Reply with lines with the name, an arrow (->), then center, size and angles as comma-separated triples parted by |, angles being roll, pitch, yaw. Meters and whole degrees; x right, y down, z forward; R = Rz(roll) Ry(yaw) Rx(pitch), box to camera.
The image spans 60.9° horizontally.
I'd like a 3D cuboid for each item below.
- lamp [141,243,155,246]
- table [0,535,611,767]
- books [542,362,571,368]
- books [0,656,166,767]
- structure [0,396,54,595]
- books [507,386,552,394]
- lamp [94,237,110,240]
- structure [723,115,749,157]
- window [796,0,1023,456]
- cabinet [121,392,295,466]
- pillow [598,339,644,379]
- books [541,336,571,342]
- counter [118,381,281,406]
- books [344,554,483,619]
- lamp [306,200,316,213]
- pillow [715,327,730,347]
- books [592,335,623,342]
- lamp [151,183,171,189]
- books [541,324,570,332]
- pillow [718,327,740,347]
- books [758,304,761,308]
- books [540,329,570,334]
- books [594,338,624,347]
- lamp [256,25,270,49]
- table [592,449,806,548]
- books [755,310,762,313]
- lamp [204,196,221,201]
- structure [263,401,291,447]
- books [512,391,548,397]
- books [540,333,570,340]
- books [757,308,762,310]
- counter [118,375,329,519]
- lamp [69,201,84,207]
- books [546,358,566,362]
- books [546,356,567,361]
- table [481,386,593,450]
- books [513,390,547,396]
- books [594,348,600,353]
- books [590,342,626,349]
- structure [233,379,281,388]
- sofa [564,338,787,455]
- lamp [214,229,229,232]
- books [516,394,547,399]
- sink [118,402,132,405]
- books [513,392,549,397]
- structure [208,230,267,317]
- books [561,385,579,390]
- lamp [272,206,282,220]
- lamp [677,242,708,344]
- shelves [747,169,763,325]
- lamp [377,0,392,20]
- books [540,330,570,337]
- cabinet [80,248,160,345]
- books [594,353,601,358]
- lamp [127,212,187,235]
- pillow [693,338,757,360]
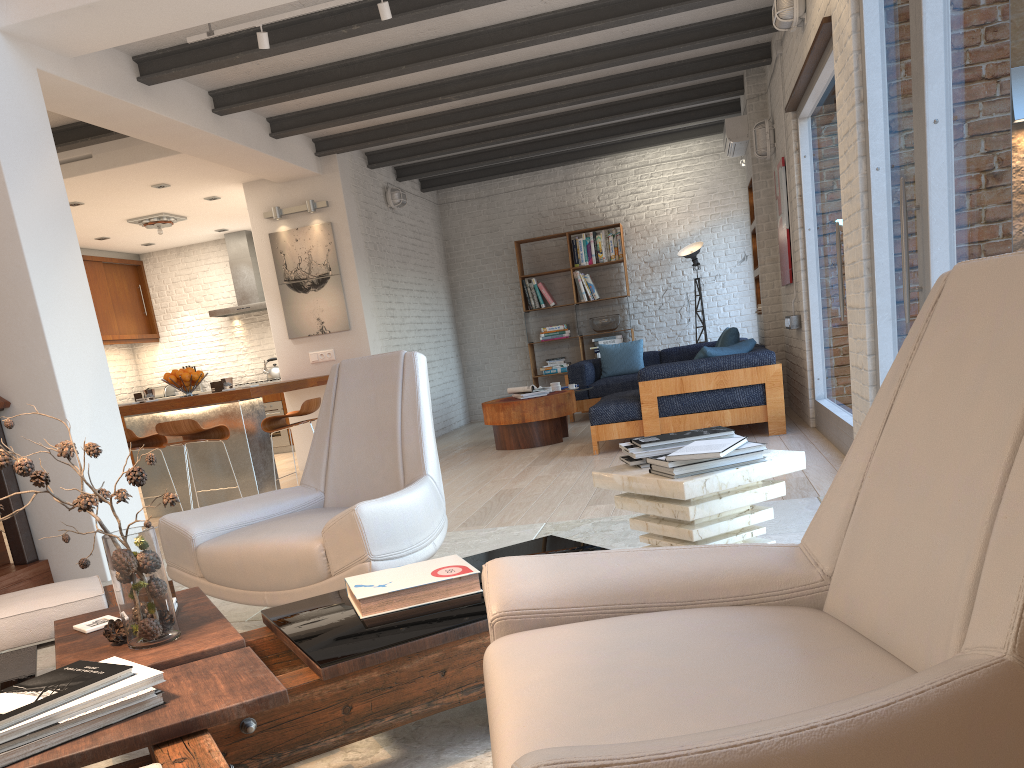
lamp -> -4.586, -1.776, 10.979 | 0.124, 0.057, 0.120 | -7, 5, 13
table -> -0.577, 0.758, 2.200 | 1.941, 0.441, 2.184 | -10, 3, -26
books -> 0.579, -0.248, 11.290 | 0.380, 0.019, 0.237 | -8, 3, 6
books -> -0.882, 0.613, 1.631 | 0.250, 0.076, 0.391 | -5, 5, 45
structure -> -3.176, -0.924, 5.149 | 10.200, 4.254, 13.451 | -7, 4, 13
books -> 0.167, 0.066, 8.325 | 0.322, 0.112, 0.266 | -4, 6, 45
lamp -> -4.767, -1.710, 10.136 | 0.124, 0.057, 0.120 | -7, 5, 13
structure -> 2.143, -2.361, 8.365 | 0.201, 0.225, 0.791 | -6, 4, 13
window -> 1.776, -2.738, 4.197 | 0.650, 6.570, 11.969 | -5, 5, 12
cabinet -> -4.032, -0.363, 10.510 | 4.720, 2.916, 2.231 | -10, 9, -22
pillow -> 1.297, -0.298, 10.268 | 0.558, 0.421, 0.215 | -7, 10, 12
books -> 0.571, -0.582, 11.212 | 0.357, 0.021, 0.264 | -8, 3, 13
counter -> -3.765, 0.156, 10.219 | 3.538, 0.072, 3.236 | -8, 3, 13
books -> -0.271, 0.543, 2.360 | 0.324, 0.058, 0.251 | -9, 3, -17
lamp -> -1.899, -1.677, 8.232 | 0.080, 0.107, 0.077 | 0, 12, 40
pillow -> 2.325, -0.404, 9.518 | 0.244, 0.408, 1.074 | -6, 4, 11
books -> 1.220, -0.581, 11.085 | 0.381, 0.037, 0.237 | -8, 3, 13
lamp -> -3.223, -1.834, 7.994 | 0.124, 0.057, 0.120 | -7, 5, 13
books -> 0.562, -0.715, 11.185 | 0.328, 0.057, 0.247 | -7, 3, 15
pillow -> 2.034, -0.325, 8.237 | 0.256, 0.427, 1.176 | -6, 4, 12
books -> 2.521, -0.782, 8.660 | 0.133, 0.035, 0.199 | -7, 3, 23
books -> 0.559, -0.676, 11.198 | 0.357, 0.021, 0.264 | -8, 3, 11
books -> 1.233, -0.531, 11.100 | 0.381, 0.066, 0.237 | -8, 3, 7
lamp -> -1.387, -1.922, 4.852 | 0.059, 0.133, 0.084 | -11, 10, -17
table -> 0.640, 0.509, 2.946 | 0.487, 0.519, 0.489 | -12, 9, -27
books -> 2.520, -0.728, 8.679 | 0.163, 0.017, 0.244 | -7, 3, 23
lamp -> -3.042, -1.900, 8.839 | 0.124, 0.057, 0.120 | -7, 5, 13
structure -> -3.188, 0.533, 11.489 | 0.672, 0.594, 0.484 | -7, 9, 13
books -> 0.168, 0.093, 8.260 | 0.250, 0.011, 0.314 | -9, 3, -18
books -> 0.557, -0.609, 11.202 | 0.381, 0.037, 0.237 | -8, 3, 8
books -> 2.521, -0.754, 8.659 | 0.172, 0.019, 0.229 | -8, 3, 15
counter -> -2.366, 0.508, 7.693 | 1.693, 0.944, 2.423 | -7, 4, 13
lamp -> -4.123, -1.713, 8.208 | 0.124, 0.057, 0.120 | -7, 5, 13
books -> 0.574, -0.315, 11.298 | 0.244, 0.008, 0.151 | -8, 3, 13
books -> 0.572, -0.327, 11.282 | 0.253, 0.017, 0.157 | -8, 3, 13
table -> 0.232, 0.319, 8.849 | 1.082, 0.458, 1.775 | -7, 4, 18
books -> 0.164, 0.083, 8.250 | 0.251, 0.011, 0.313 | -9, 3, -13
books -> 1.214, -0.445, 11.095 | 0.327, 0.057, 0.248 | -8, 3, 8
books -> 1.227, -0.486, 11.094 | 0.446, 0.021, 0.264 | -8, 3, 13
structure -> -3.251, -0.027, 11.434 | 0.815, 0.033, 0.572 | -8, 3, 13
sofa -> 1.432, 0.041, 8.659 | 2.089, 0.678, 3.835 | -7, 3, 13
lamp -> -3.582, -1.911, 10.740 | 0.124, 0.057, 0.120 | -7, 5, 13
books -> 0.180, 0.113, 8.265 | 0.251, 0.011, 0.312 | -9, 3, -8
sink -> -5.106, 0.189, 10.876 | 0.519, 0.440, 0.832 | -7, 5, 13
books -> 0.179, 0.102, 8.278 | 0.250, 0.011, 0.314 | -9, 3, -18
structure -> -3.428, -1.432, 11.185 | 0.990, 1.022, 0.441 | -6, 11, 13
books -> 0.576, 0.038, 9.360 | 0.228, 0.023, 0.161 | -10, 3, -29
lamp -> -2.244, -1.631, 8.314 | 0.080, 0.107, 0.077 | 0, 12, 40
lamp -> 2.392, -0.784, 10.427 | 0.502, 1.899, 0.847 | -11, 11, -15
shelves -> 2.483, -1.312, 8.554 | 0.193, 1.469, 0.741 | -5, 11, 12
lamp -> -0.686, -2.016, 4.688 | 0.061, 0.133, 0.083 | -5, 10, 15
books -> 0.561, -0.646, 11.185 | 0.381, 0.037, 0.237 | -8, 3, 7
cabinet -> -5.439, -1.005, 10.264 | 0.464, 1.191, 3.244 | -5, 4, 12
books -> 1.251, -0.388, 11.113 | 0.380, 0.066, 0.238 | -8, 3, 0
lamp -> -3.842, -1.713, 9.489 | 0.452, 0.175, 0.437 | -7, 4, 13
pillow -> 1.666, -0.161, 7.000 | 0.555, 0.338, 0.373 | -11, 8, -26
